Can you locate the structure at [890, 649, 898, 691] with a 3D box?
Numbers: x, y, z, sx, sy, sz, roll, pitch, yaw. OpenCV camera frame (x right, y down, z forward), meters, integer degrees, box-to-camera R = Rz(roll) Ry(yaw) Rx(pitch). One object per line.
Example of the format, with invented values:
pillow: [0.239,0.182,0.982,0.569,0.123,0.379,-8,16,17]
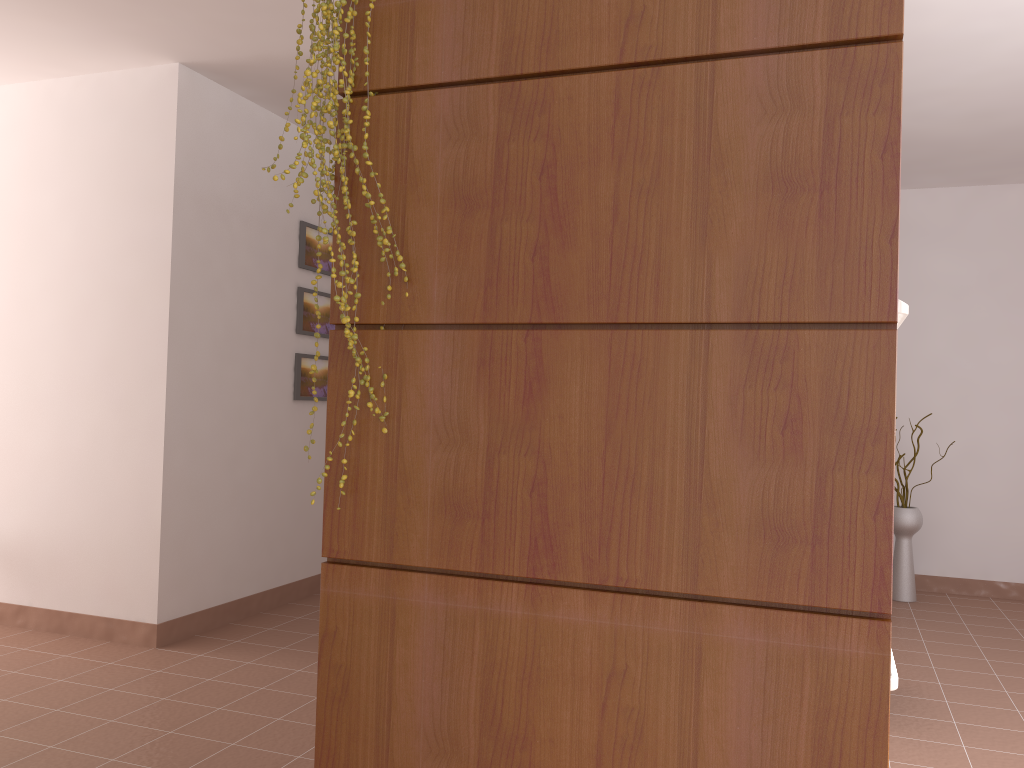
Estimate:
structure: [0.808,0.753,1.963,0.058,0.592,0.596,1,-1,20]

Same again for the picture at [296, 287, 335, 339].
picture: [-0.886,-0.367,5.332,0.015,0.248,1.408,1,-1,20]

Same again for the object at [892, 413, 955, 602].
object: [2.267,0.706,5.206,0.655,1.112,0.284,1,-2,39]

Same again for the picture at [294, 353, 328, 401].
picture: [-0.897,-0.017,5.324,0.015,0.248,1.408,1,-1,20]

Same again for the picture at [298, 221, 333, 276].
picture: [-0.876,-0.716,5.340,0.015,0.248,1.408,1,-1,20]

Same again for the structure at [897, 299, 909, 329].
structure: [0.838,-0.095,1.978,0.056,0.454,0.614,1,-1,20]

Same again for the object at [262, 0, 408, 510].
object: [-0.272,-0.460,1.559,0.297,1.344,0.279,2,-1,-21]
